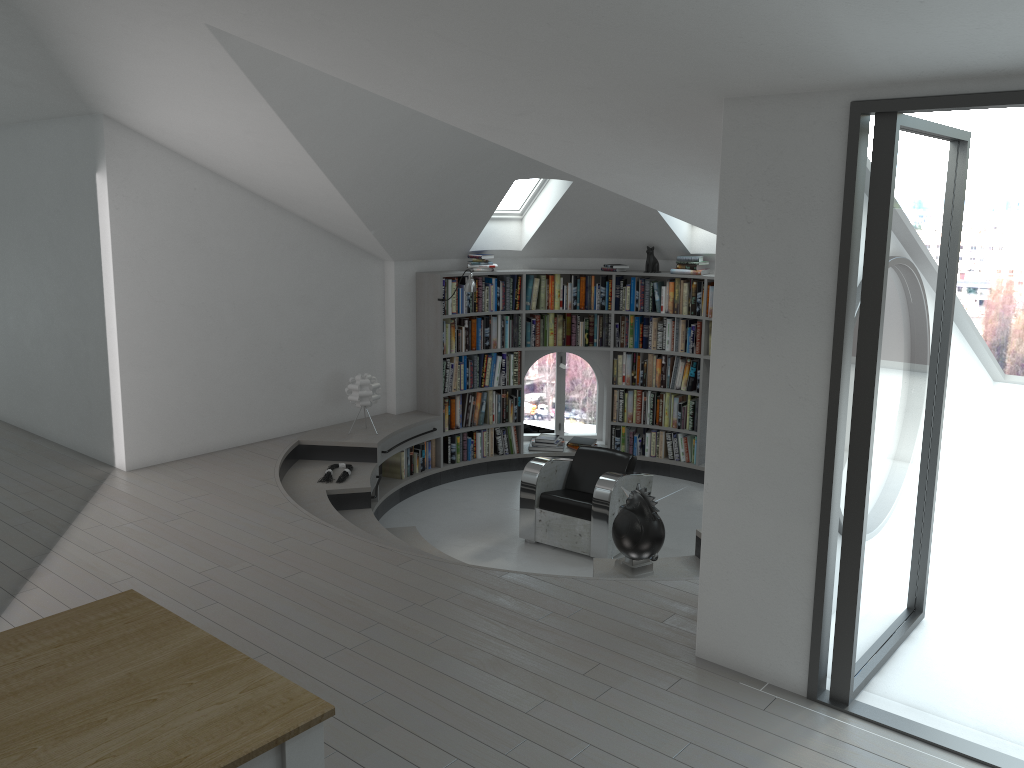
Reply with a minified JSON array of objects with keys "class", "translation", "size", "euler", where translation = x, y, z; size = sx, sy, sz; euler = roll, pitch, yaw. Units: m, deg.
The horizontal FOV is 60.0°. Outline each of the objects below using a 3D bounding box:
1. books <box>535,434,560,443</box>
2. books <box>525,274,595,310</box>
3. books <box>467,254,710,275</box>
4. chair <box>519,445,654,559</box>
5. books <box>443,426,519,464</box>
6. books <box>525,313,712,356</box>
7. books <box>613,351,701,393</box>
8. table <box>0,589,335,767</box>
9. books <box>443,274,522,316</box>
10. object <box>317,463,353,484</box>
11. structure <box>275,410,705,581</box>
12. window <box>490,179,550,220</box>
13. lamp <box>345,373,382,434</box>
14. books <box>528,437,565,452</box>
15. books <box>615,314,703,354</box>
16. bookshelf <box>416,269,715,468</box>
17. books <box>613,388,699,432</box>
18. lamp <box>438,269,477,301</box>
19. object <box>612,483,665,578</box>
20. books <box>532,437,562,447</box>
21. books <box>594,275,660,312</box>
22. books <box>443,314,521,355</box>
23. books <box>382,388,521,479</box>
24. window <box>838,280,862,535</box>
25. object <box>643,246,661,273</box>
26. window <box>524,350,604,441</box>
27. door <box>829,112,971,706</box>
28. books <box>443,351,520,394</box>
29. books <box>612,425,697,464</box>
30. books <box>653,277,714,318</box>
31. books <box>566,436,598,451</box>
[{"class":"books","translation":[0.376,0.580,9.431],"size":[0.213,0.036,0.227],"euler":[4,12,16]},{"class":"books","translation":[0.470,-0.952,9.072],"size":[0.793,0.371,0.270],"euler":[-1,10,-6]},{"class":"books","translation":[0.967,-1.188,8.771],"size":[2.814,0.172,0.751],"euler":[3,12,10]},{"class":"chair","translation":[0.611,0.932,7.235],"size":[0.824,0.716,0.743],"euler":[8,13,34]},{"class":"books","translation":[-0.343,0.581,9.045],"size":[0.919,0.318,0.284],"euler":[-6,13,-31]},{"class":"books","translation":[1.276,-0.503,8.888],"size":[2.530,0.369,0.593],"euler":[5,12,21]},{"class":"books","translation":[1.516,-0.144,8.996],"size":[0.998,0.350,0.298],"euler":[6,12,23]},{"class":"table","translation":[-1.906,1.353,1.301],"size":[1.021,0.795,3.358],"euler":[10,14,39]},{"class":"books","translation":[-0.367,-0.894,8.755],"size":[1.034,0.359,0.301],"euler":[-7,13,-33]},{"class":"object","translation":[-1.420,0.726,7.220],"size":[0.218,0.082,0.475],"euler":[1,11,3]},{"class":"structure","translation":[0.489,0.944,7.200],"size":[4.709,0.690,4.734],"euler":[0,11,-5]},{"class":"window","translation":[1.410,-1.745,7.809],"size":[4.064,0.710,1.938],"euler":[10,15,39]},{"class":"lamp","translation":[-1.315,0.173,7.859],"size":[0.306,0.522,0.307],"euler":[6,12,28]},{"class":"books","translation":[0.375,0.644,9.443],"size":[0.365,0.042,0.390],"euler":[2,11,6]},{"class":"books","translation":[1.538,-0.523,8.969],"size":[1.029,0.357,0.302],"euler":[6,12,25]},{"class":"bookshelf","translation":[1.389,-0.008,8.108],"size":[4.343,1.871,2.114],"euler":[10,14,39]},{"class":"books","translation":[1.524,0.237,9.057],"size":[1.033,0.355,0.294],"euler":[6,12,25]},{"class":"lamp","translation":[-0.503,-0.921,8.265],"size":[0.414,0.310,0.117],"euler":[9,13,36]},{"class":"object","translation":[0.759,0.869,5.314],"size":[0.320,0.560,0.322],"euler":[3,10,13]},{"class":"books","translation":[0.376,0.610,9.437],"size":[0.269,0.031,0.287],"euler":[4,12,16]},{"class":"books","translation":[1.151,-0.926,9.040],"size":[0.682,0.344,0.266],"euler":[4,11,17]},{"class":"books","translation":[-0.364,-0.517,8.842],"size":[1.089,0.346,0.304],"euler":[-7,13,-34]},{"class":"books","translation":[-0.586,0.433,8.798],"size":[1.644,0.692,0.392],"euler":[-9,14,-39]},{"class":"window","translation":[1.884,0.077,4.593],"size":[0.104,1.463,1.475],"euler":[9,13,39]},{"class":"object","translation":[1.413,-1.244,8.854],"size":[0.147,0.263,0.202],"euler":[8,13,36]},{"class":"window","translation":[1.542,0.211,9.150],"size":[3.234,1.145,0.619],"euler":[6,12,26]},{"class":"door","translation":[1.696,0.081,3.839],"size":[0.080,2.335,1.054],"euler":[9,13,39]},{"class":"books","translation":[-0.366,-0.138,8.857],"size":[1.021,0.357,0.261],"euler":[-7,13,-32]},{"class":"books","translation":[1.503,0.592,9.123],"size":[1.020,0.305,0.289],"euler":[6,12,24]},{"class":"books","translation":[2.047,-0.808,8.455],"size":[0.394,0.365,1.570],"euler":[-10,15,-43]},{"class":"books","translation":[0.743,0.639,9.356],"size":[0.319,0.099,0.292],"euler":[11,15,41]}]
